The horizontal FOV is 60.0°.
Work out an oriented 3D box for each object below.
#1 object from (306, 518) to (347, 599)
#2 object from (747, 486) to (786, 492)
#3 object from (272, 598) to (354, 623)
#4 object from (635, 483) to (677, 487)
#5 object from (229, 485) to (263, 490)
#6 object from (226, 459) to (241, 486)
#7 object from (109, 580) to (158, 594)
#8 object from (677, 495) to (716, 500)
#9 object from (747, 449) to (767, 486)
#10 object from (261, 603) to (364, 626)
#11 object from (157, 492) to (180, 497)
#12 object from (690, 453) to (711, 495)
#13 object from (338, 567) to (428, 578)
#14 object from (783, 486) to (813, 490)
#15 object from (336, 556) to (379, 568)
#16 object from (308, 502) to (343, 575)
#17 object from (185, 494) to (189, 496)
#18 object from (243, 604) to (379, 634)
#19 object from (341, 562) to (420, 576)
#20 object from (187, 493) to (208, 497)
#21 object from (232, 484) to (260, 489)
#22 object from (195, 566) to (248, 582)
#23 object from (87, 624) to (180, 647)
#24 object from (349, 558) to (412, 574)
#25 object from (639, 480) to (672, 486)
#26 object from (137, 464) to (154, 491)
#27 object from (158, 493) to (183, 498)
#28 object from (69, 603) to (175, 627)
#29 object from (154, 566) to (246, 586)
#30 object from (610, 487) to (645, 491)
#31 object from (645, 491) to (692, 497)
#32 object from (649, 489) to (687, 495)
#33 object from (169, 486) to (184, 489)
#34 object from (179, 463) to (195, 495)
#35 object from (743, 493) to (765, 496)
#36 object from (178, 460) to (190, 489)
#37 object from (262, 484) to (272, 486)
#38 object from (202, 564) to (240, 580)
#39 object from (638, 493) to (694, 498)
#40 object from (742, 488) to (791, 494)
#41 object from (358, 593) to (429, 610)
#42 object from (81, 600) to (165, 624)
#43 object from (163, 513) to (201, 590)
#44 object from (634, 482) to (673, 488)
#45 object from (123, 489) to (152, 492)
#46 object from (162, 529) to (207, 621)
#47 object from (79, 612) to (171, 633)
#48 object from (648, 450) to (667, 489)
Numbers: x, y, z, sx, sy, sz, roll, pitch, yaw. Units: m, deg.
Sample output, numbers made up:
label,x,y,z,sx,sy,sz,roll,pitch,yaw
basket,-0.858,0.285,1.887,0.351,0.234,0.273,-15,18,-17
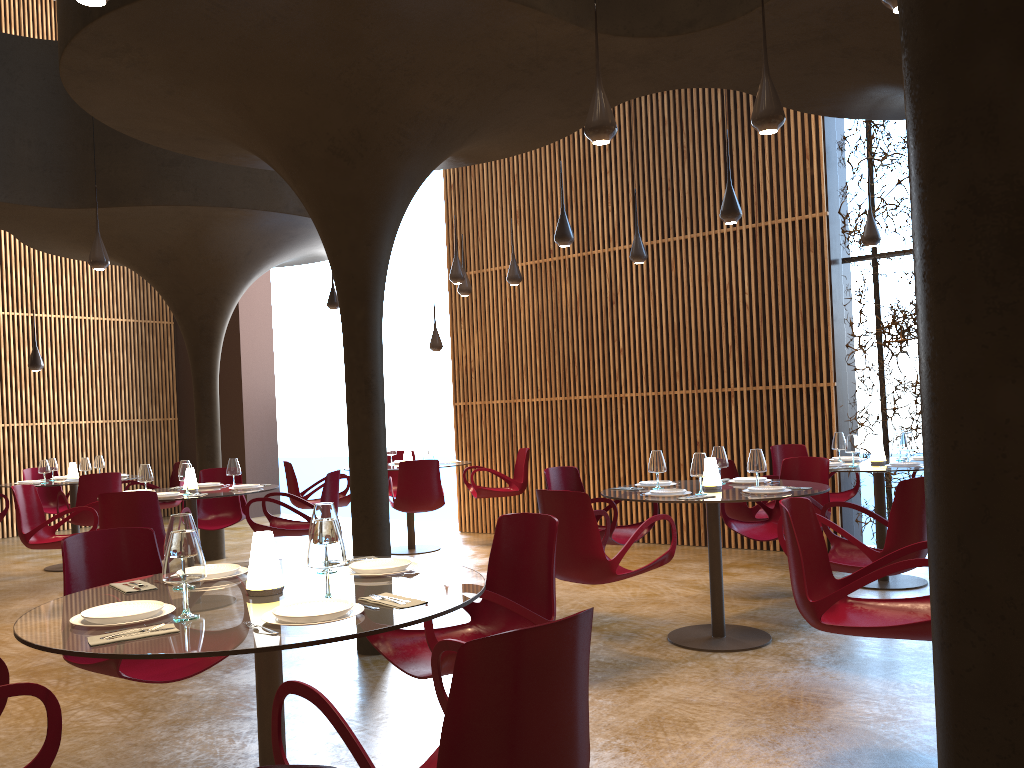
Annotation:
label,x,y,z,sx,sy,sz,roll,pitch,yaw
object,-0.659,0.629,3.153,0.142,0.295,0.142,-2,-1,-21
object,1.788,0.742,6.223,0.263,0.029,0.263,-4,-2,38
object,-0.654,0.749,2.919,0.263,0.029,0.263,-4,-2,38
object,1.148,0.807,7.086,0.332,0.014,0.332,-4,-2,30
object,-2.630,1.025,8.772,0.331,0.014,0.332,-1,-2,-37
object,-2.804,0.901,8.934,0.142,0.295,0.142,-2,-1,-11
object,-1.543,0.826,3.610,0.126,0.017,0.262,-1,-2,-38
object,1.262,0.778,6.070,0.262,0.017,0.126,-1,-2,-33
object,1.784,0.622,6.457,0.142,0.295,0.142,-3,-1,24
object,-0.654,0.758,2.919,0.332,0.014,0.332,-3,-2,19
object,-3.209,1.024,8.190,0.263,0.029,0.263,-2,-2,-7
object,1.338,0.637,6.295,0.142,0.295,0.142,-3,-1,11
object,-0.550,0.780,3.731,0.204,0.012,0.411,-1,-2,-41
object,2.025,0.755,6.412,0.126,0.017,0.262,-1,-2,-42
object,-0.717,0.801,3.988,0.262,0.017,0.126,-1,-2,-36
object,-0.791,0.653,3.759,0.142,0.295,0.142,-2,-1,-15
object,-3.213,1.035,8.189,0.410,0.012,0.204,-2,-2,-9
object,-0.657,0.760,2.916,0.204,0.012,0.410,-4,-2,44
object,-0.553,0.779,3.734,0.331,0.014,0.332,-2,-2,-27
object,-2.906,1.027,8.195,0.126,0.017,0.262,-2,-2,-4
object,-2.630,1.016,8.772,0.263,0.029,0.263,-3,-2,8
object,-1.295,0.813,3.782,0.332,0.014,0.332,-3,-2,26
object,-1.180,0.784,2.766,0.262,0.017,0.126,-1,-2,-33
object,-0.553,0.769,3.734,0.263,0.029,0.263,-4,-2,44
object,1.147,0.797,7.086,0.263,0.029,0.263,-1,-2,-44
object,-3.522,0.920,8.520,0.142,0.295,0.142,-2,-1,-7
object,-3.209,1.033,8.190,0.331,0.014,0.332,-2,-2,-30
object,-1.327,0.792,3.030,0.331,0.014,0.332,-2,-2,-20
object,-1.292,0.814,3.785,0.410,0.012,0.204,-1,-2,-42
object,0.899,0.820,6.914,0.126,0.017,0.262,-1,-2,-38
object,1.115,0.785,6.334,0.331,0.014,0.332,-2,-2,-23
object,1.115,0.776,6.334,0.263,0.029,0.263,-2,-2,-29
object,-3.488,1.086,9.282,0.126,0.017,0.262,-3,-2,0
object,-3.071,0.896,8.374,0.142,0.295,0.142,-2,-1,-39
object,1.786,0.753,6.220,0.204,0.012,0.410,-4,-2,44
object,-3.349,0.930,9.093,0.142,0.295,0.142,-3,-1,32
object,-2.604,1.041,9.073,0.262,0.017,0.126,-3,-2,1
object,-1.295,0.804,3.782,0.263,0.029,0.263,-1,-2,-35
object,1.112,0.787,6.338,0.204,0.012,0.411,-1,-2,-37
object,1.789,0.752,6.223,0.332,0.014,0.332,-3,-2,19
object,-0.418,0.761,3.108,0.126,0.017,0.262,-1,-2,-42
object,-1.328,0.782,3.030,0.263,0.029,0.263,-4,-2,45
object,-1.319,0.670,3.550,0.142,0.295,0.142,-3,-1,28
object,1.151,0.808,7.089,0.410,0.012,0.204,-1,-2,-42
object,-3.673,1.059,8.691,0.263,0.029,0.263,-3,-2,2
object,-1.104,0.643,2.991,0.142,0.295,0.142,-3,-1,11
object,-1.331,0.793,3.034,0.204,0.012,0.411,-1,-2,-37
object,1.124,0.664,6.854,0.142,0.295,0.142,-3,-1,28
